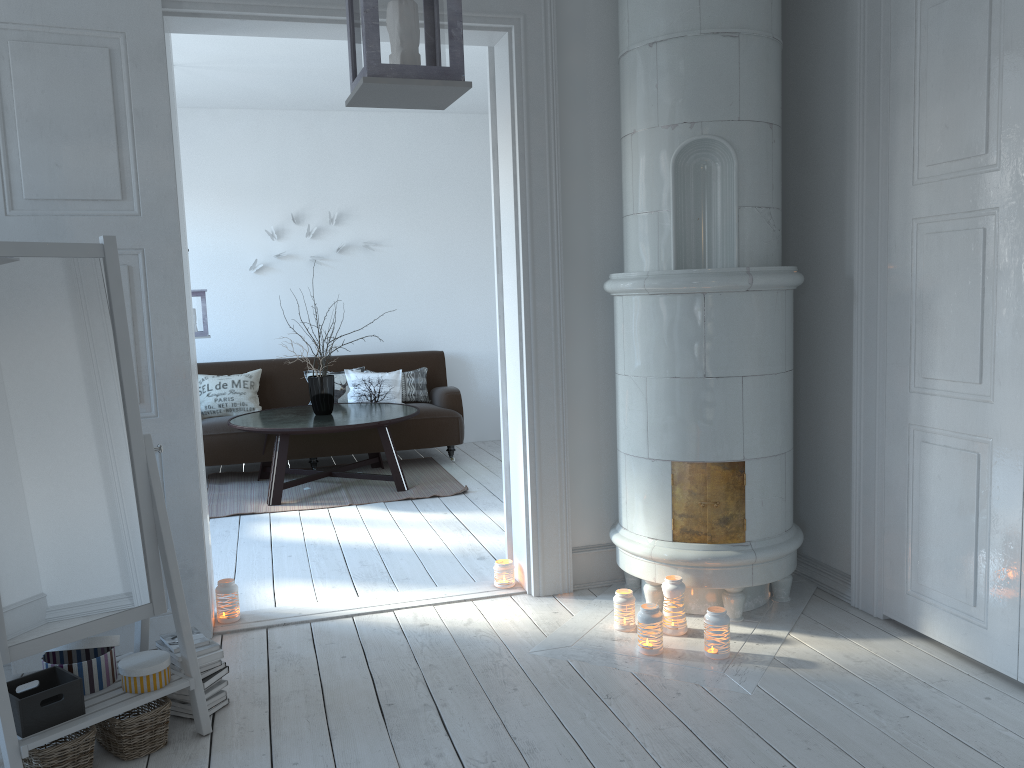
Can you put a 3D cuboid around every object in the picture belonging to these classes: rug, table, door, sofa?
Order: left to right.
[{"bbox_3d":[-1.500,0.219,6.910,2.164,0.826,0.967,-4,6,-16],"label":"sofa"},{"bbox_3d":[-1.282,0.459,6.174,1.299,0.504,1.298,-5,7,-25],"label":"table"},{"bbox_3d":[-1.280,0.680,6.226,1.709,0.055,1.453,-4,6,-15],"label":"rug"},{"bbox_3d":[-0.626,-0.310,3.576,2.598,2.510,0.576,-4,7,-16],"label":"door"},{"bbox_3d":[1.670,-0.303,2.661,0.306,2.510,1.596,-4,7,-16],"label":"door"}]

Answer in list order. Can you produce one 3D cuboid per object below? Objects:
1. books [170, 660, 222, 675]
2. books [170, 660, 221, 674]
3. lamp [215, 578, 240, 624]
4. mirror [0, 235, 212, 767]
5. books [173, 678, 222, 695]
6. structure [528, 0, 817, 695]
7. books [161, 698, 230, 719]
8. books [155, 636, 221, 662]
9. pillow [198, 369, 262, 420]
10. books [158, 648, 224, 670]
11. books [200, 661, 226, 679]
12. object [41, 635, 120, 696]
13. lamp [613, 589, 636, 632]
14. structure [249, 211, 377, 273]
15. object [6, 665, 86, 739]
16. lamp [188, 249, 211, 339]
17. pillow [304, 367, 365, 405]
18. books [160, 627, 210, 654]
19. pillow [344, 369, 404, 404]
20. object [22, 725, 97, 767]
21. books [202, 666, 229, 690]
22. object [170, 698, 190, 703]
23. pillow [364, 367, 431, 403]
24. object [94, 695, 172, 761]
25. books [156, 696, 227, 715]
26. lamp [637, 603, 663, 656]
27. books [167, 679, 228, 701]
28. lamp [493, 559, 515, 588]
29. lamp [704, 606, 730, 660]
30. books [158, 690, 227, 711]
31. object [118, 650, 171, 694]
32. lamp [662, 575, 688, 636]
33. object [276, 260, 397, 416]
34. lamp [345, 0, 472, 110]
[{"bbox_3d":[-1.027,0.886,2.817,0.176,0.016,0.128,3,8,40],"label":"books"},{"bbox_3d":[-1.028,0.870,2.813,0.180,0.016,0.128,4,8,45],"label":"books"},{"bbox_3d":[-1.147,0.874,3.578,0.089,0.166,0.089,-4,7,-17],"label":"lamp"},{"bbox_3d":[-1.261,0.327,2.496,0.417,1.492,0.609,3,9,39],"label":"mirror"},{"bbox_3d":[-1.033,0.947,2.822,0.167,0.022,0.128,0,6,18],"label":"books"},{"bbox_3d":[0.656,-0.417,3.367,0.800,2.833,1.245,2,8,29],"label":"structure"},{"bbox_3d":[-1.019,1.028,2.837,0.178,0.016,0.128,0,6,22],"label":"books"},{"bbox_3d":[-1.027,0.827,2.805,0.132,0.017,0.186,-7,8,-43],"label":"books"},{"bbox_3d":[-2.176,0.085,6.813,0.519,0.368,0.238,-4,7,-16],"label":"pillow"},{"bbox_3d":[-1.019,0.848,2.806,0.128,0.026,0.200,-8,8,-44],"label":"books"},{"bbox_3d":[-1.023,0.903,2.822,0.178,0.016,0.128,1,6,27],"label":"books"},{"bbox_3d":[-1.287,0.810,2.648,0.207,0.159,0.240,-3,6,-8],"label":"object"},{"bbox_3d":[0.427,0.857,3.363,0.084,0.147,0.084,-3,7,-11],"label":"lamp"},{"bbox_3d":[-1.620,-1.159,7.210,1.025,0.479,0.085,-4,7,-16],"label":"structure"},{"bbox_3d":[-1.284,0.861,2.413,0.155,0.103,0.165,3,8,39],"label":"object"},{"bbox_3d":[-2.152,-1.179,5.779,0.228,1.766,0.228,-4,7,-19],"label":"lamp"},{"bbox_3d":[-1.390,0.050,6.995,0.472,0.348,0.158,-4,7,-17],"label":"pillow"},{"bbox_3d":[-1.039,0.811,2.813,0.111,0.014,0.156,-6,7,-36],"label":"books"},{"bbox_3d":[-1.089,0.029,7.000,0.470,0.310,0.188,-4,7,-15],"label":"pillow"},{"bbox_3d":[-1.283,1.017,2.477,0.185,0.140,0.295,-8,8,-44],"label":"object"},{"bbox_3d":[-1.020,0.924,2.816,0.193,0.022,0.128,0,6,17],"label":"books"},{"bbox_3d":[-1.034,0.979,2.834,0.156,0.014,0.111,1,6,27],"label":"object"},{"bbox_3d":[-0.926,0.019,7.163,0.542,0.288,0.182,-4,7,-15],"label":"pillow"},{"bbox_3d":[-1.134,0.997,2.629,0.185,0.140,0.295,-8,8,-44],"label":"object"},{"bbox_3d":[-1.023,1.011,2.832,0.176,0.016,0.128,1,6,25],"label":"books"},{"bbox_3d":[0.489,0.867,3.140,0.089,0.166,0.089,-4,7,-14],"label":"lamp"},{"bbox_3d":[-1.023,0.967,2.823,0.187,0.017,0.132,0,6,21],"label":"books"},{"bbox_3d":[-0.034,0.831,3.883,0.093,0.110,0.093,-2,6,1],"label":"lamp"},{"bbox_3d":[0.713,0.865,3.085,0.089,0.166,0.089,-4,7,-17],"label":"lamp"},{"bbox_3d":[-1.023,0.995,2.827,0.180,0.016,0.128,1,7,29],"label":"books"},{"bbox_3d":[-1.080,0.847,2.612,0.142,0.075,0.142,-6,7,-32],"label":"object"},{"bbox_3d":[0.604,0.824,3.307,0.098,0.210,0.098,-3,7,-11],"label":"lamp"},{"bbox_3d":[-1.189,-0.319,6.051,0.525,1.068,0.844,4,9,45],"label":"object"},{"bbox_3d":[-0.260,-1.494,1.809,0.228,1.766,0.228,-4,7,-19],"label":"lamp"}]
